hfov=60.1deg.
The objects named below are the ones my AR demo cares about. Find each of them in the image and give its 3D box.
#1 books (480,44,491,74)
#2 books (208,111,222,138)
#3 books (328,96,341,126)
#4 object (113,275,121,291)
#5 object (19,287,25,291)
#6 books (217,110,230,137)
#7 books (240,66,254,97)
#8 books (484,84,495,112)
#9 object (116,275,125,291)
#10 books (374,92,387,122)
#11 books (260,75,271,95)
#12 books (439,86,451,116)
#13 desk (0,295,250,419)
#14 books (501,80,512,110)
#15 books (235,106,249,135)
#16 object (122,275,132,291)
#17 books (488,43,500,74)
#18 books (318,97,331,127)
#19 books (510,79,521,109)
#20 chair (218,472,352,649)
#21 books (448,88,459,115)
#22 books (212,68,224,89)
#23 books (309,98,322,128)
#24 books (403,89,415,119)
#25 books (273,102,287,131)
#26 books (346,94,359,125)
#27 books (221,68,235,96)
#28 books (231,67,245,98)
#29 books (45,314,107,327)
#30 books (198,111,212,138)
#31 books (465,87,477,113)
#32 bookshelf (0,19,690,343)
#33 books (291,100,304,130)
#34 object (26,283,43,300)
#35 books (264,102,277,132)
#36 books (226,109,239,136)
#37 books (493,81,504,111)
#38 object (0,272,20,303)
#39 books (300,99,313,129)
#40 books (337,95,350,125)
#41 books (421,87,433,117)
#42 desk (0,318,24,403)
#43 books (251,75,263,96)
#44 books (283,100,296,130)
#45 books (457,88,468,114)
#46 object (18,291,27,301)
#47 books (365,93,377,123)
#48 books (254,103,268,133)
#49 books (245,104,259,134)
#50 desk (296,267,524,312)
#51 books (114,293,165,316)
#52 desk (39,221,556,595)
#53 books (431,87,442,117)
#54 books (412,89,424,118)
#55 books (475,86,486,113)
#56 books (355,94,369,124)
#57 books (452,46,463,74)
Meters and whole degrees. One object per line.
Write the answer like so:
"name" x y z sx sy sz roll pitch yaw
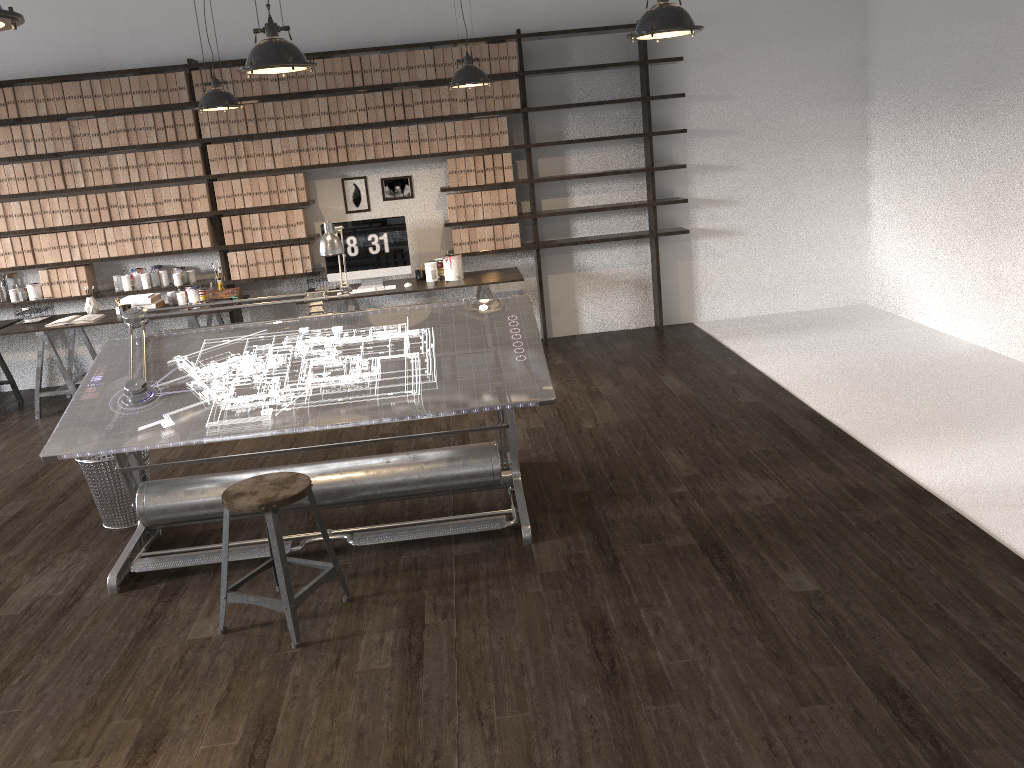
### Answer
"books" -0.212 -2.497 6.840 0.067 0.223 0.176 -6 14 -3
"books" -2.262 -1.999 6.788 0.067 0.223 0.176 -6 14 -3
"books" -1.365 -2.100 6.840 0.067 0.223 0.176 -6 14 -3
"object" -3.120 -0.801 7.018 0.062 0.118 0.062 5 17 37
"object" -3.863 -0.714 7.001 0.063 0.092 0.063 -17 18 -39
"books" -2.190 -2.007 6.791 0.067 0.223 0.176 -6 14 -3
"books" -2.002 -2.299 6.748 0.067 0.223 0.176 -6 14 -3
"books" -0.179 -2.232 6.904 0.067 0.223 0.176 -6 14 -3
"object" -3.071 -0.793 6.974 0.063 0.117 0.064 5 17 37
"books" -1.020 -2.138 6.857 0.067 0.223 0.176 -6 14 -3
"books" -1.869 -2.313 6.754 0.067 0.223 0.176 -6 14 -3
"books" -0.518 -2.193 6.879 0.067 0.223 0.176 -6 14 -3
"desk" -2.857 -0.210 6.743 1.668 0.662 0.663 -6 14 -3
"books" -0.043 -2.247 6.909 0.067 0.223 0.176 -6 14 -3
"books" -2.062 -2.023 6.805 0.067 0.223 0.176 -6 14 -3
"object" -3.013 -0.788 6.934 0.062 0.118 0.062 -18 18 -42
"books" -0.138 -2.505 6.845 0.067 0.223 0.176 -6 14 -3
"books" -1.435 -2.091 6.832 0.067 0.223 0.176 -6 14 -3
"books" 0.019 -2.253 6.910 0.067 0.223 0.176 -6 14 -3
"chair" -0.869 0.631 3.283 0.372 0.522 0.362 1 15 25
"books" -0.452 -2.201 6.887 0.067 0.223 0.176 -6 14 -3
"books" -2.213 -2.276 6.738 0.067 0.223 0.176 -6 14 -3
"books" -1.507 -2.084 6.830 0.067 0.223 0.176 -6 14 -3
"books" -0.797 -2.164 6.871 0.067 0.223 0.176 -6 14 -3
"books" -1.773 -2.055 6.819 0.067 0.223 0.176 -6 14 -3
"books" -1.227 -2.115 6.845 0.067 0.223 0.176 -6 14 -3
"books" -2.142 -2.282 6.737 0.067 0.223 0.176 -6 14 -3
"books" -2.072 -2.291 6.745 0.067 0.223 0.176 -6 14 -3
"books" -3.217 -0.475 6.536 0.354 0.029 0.259 -6 15 -3
"books" -2.334 -1.992 6.787 0.067 0.223 0.176 -6 14 -3
"books" -0.318 -2.215 6.891 0.067 0.223 0.176 -6 14 -3
"bookshelf" -3.124 -0.842 7.068 9.178 3.172 0.377 -6 13 -3
"books" -1.635 -2.069 6.821 0.067 0.223 0.176 -6 14 -3
"object" -3.746 -0.724 6.950 0.095 0.126 0.095 -5 14 4
"books" -1.843 -2.046 6.812 0.067 0.223 0.176 -6 14 -3
"books" -2.127 -2.016 6.799 0.067 0.223 0.176 -6 14 -3
"books" -0.109 -2.238 6.901 0.067 0.223 0.176 -6 14 -3
"object" -3.988 -0.782 6.960 0.182 0.269 0.158 -10 14 -18
"books" -1.570 -2.078 6.829 0.067 0.223 0.176 -6 14 -3
"books" -1.296 -2.108 6.845 0.067 0.223 0.176 -6 14 -3
"books" -0.656 -2.179 6.878 0.067 0.223 0.176 -6 14 -3
"desk" -4.609 -0.016 6.652 1.668 0.662 0.663 -6 14 -3
"books" -1.935 -2.305 6.746 0.067 0.223 0.176 -6 14 -3
"books" -1.703 -2.063 6.823 0.067 0.223 0.176 -6 14 -3
"books" -0.390 -2.208 6.889 0.067 0.223 0.176 -6 14 -3
"object" -3.819 -0.711 6.988 0.062 0.092 0.183 -3 15 11
"books" -1.083 -2.130 6.849 0.067 0.223 0.176 -6 14 -3
"books" -1.914 -2.040 6.812 0.067 0.223 0.176 -6 14 -3
"books" -1.988 -2.030 6.803 0.067 0.223 0.176 -6 14 -3
"desk" -0.731 -0.446 6.855 1.668 0.662 0.663 -6 14 -3
"books" -2.842 -0.619 6.717 0.294 0.146 0.390 -6 15 -3
"desk" -0.891 -0.030 4.055 2.069 1.371 1.089 -6 14 -3
"books" -0.586 -2.187 6.882 0.067 0.223 0.176 -6 14 -3
"books" -0.726 -2.170 6.870 0.067 0.223 0.176 -6 14 -3
"books" -0.248 -2.224 6.898 0.067 0.223 0.176 -6 14 -3
"books" -1.155 -2.122 6.846 0.067 0.223 0.176 -6 14 -3
"books" -0.419 -2.474 6.828 0.067 0.223 0.176 -6 14 -3
